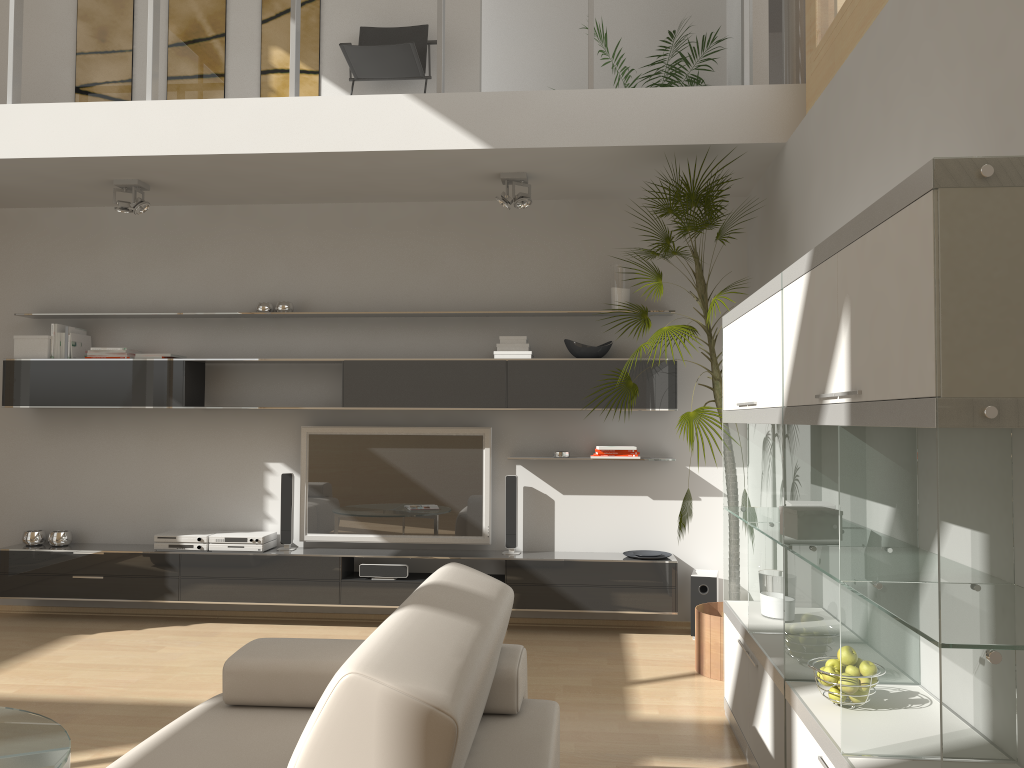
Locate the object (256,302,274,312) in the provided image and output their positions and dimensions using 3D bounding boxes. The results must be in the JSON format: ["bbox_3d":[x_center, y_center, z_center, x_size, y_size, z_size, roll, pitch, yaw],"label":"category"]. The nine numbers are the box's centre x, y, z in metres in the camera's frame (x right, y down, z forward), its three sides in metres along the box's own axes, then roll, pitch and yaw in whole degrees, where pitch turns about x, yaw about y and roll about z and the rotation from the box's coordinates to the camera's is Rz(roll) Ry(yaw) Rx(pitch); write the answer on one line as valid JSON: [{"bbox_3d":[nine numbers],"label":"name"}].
[{"bbox_3d":[-1.601,-0.489,5.743,0.115,0.081,0.115,1,-2,-14],"label":"object"}]

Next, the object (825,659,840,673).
[{"bbox_3d":[0.901,0.793,2.487,0.044,0.043,0.040,0,-2,19],"label":"object"}]

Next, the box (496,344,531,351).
[{"bbox_3d":[0.012,-0.220,5.528,0.200,0.047,0.200,0,-2,5],"label":"box"}]

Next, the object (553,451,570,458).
[{"bbox_3d":[0.308,0.438,5.519,0.106,0.035,0.105,-2,-3,40],"label":"object"}]

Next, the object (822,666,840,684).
[{"bbox_3d":[0.881,0.804,2.449,0.047,0.048,0.047,2,-3,-33],"label":"object"}]

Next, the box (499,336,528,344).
[{"bbox_3d":[0.013,-0.267,5.529,0.168,0.047,0.168,0,-2,5],"label":"box"}]

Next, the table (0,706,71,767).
[{"bbox_3d":[-1.790,1.189,2.244,1.198,0.370,1.198,-1,-2,22],"label":"table"}]

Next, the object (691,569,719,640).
[{"bbox_3d":[1.158,1.326,5.324,0.150,0.374,0.275,0,-2,15],"label":"object"}]

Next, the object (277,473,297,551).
[{"bbox_3d":[-1.427,0.808,5.633,0.111,0.483,0.116,0,-2,1],"label":"object"}]

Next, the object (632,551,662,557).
[{"bbox_3d":[0.822,1.039,5.387,0.178,0.020,0.178,1,-2,-12],"label":"object"}]

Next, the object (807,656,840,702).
[{"bbox_3d":[0.935,0.842,2.481,0.206,0.105,0.206,2,-3,-40],"label":"object"}]

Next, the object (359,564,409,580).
[{"bbox_3d":[-0.780,1.149,5.439,0.300,0.092,0.085,0,-2,5],"label":"object"}]

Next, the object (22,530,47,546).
[{"bbox_3d":[-3.103,1.000,5.761,0.143,0.091,0.143,-1,-3,37],"label":"object"}]

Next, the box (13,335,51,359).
[{"bbox_3d":[-3.053,-0.230,5.756,0.232,0.149,0.232,0,-2,5],"label":"box"}]

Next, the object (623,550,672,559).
[{"bbox_3d":[0.822,1.041,5.387,0.294,0.020,0.294,-2,-3,44],"label":"object"}]

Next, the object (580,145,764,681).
[{"bbox_3d":[1.068,0.120,3.894,0.983,2.668,2.706,1,-2,-15],"label":"object"}]

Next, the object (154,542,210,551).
[{"bbox_3d":[-2.057,1.022,5.642,0.349,0.049,0.262,0,-2,5],"label":"object"}]

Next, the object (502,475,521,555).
[{"bbox_3d":[-0.001,0.811,5.520,0.111,0.483,0.116,0,-2,11],"label":"object"}]

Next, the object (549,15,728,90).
[{"bbox_3d":[0.876,-1.998,6.005,1.331,1.069,1.491,0,-2,2],"label":"object"}]

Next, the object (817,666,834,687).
[{"bbox_3d":[0.891,0.828,2.508,0.054,0.055,0.053,2,-3,-31],"label":"object"}]

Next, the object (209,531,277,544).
[{"bbox_3d":[-1.703,0.974,5.615,0.349,0.049,0.262,0,-2,5],"label":"object"}]

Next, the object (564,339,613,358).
[{"bbox_3d":[0.474,-0.210,5.482,0.317,0.125,0.223,1,-2,-17],"label":"object"}]

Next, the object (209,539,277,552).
[{"bbox_3d":[-1.703,1.023,5.619,0.349,0.049,0.250,0,-2,5],"label":"object"}]

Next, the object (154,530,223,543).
[{"bbox_3d":[-2.057,0.973,5.644,0.349,0.049,0.262,0,-2,5],"label":"object"}]

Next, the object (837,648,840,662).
[{"bbox_3d":[0.942,0.763,2.491,0.055,0.056,0.055,0,-2,5],"label":"object"}]

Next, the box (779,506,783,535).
[{"bbox_3d":[0.979,0.456,2.920,0.146,0.094,0.146,1,-2,-5],"label":"box"}]

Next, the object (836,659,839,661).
[{"bbox_3d":[0.929,0.814,2.537,0.054,0.048,0.055,0,-2,-2],"label":"object"}]

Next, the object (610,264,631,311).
[{"bbox_3d":[0.676,-0.591,5.524,0.129,0.291,0.129,1,-2,-23],"label":"object"}]

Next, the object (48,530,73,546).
[{"bbox_3d":[-2.926,1.000,5.746,0.143,0.091,0.143,-1,-3,37],"label":"object"}]

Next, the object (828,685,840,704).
[{"bbox_3d":[0.905,0.863,2.466,0.048,0.048,0.048,0,-2,16],"label":"object"}]

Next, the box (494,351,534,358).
[{"bbox_3d":[0.014,-0.172,5.525,0.232,0.047,0.232,0,-2,5],"label":"box"}]

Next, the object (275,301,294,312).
[{"bbox_3d":[-1.458,-0.490,5.689,0.115,0.081,0.115,1,-2,-14],"label":"object"}]
